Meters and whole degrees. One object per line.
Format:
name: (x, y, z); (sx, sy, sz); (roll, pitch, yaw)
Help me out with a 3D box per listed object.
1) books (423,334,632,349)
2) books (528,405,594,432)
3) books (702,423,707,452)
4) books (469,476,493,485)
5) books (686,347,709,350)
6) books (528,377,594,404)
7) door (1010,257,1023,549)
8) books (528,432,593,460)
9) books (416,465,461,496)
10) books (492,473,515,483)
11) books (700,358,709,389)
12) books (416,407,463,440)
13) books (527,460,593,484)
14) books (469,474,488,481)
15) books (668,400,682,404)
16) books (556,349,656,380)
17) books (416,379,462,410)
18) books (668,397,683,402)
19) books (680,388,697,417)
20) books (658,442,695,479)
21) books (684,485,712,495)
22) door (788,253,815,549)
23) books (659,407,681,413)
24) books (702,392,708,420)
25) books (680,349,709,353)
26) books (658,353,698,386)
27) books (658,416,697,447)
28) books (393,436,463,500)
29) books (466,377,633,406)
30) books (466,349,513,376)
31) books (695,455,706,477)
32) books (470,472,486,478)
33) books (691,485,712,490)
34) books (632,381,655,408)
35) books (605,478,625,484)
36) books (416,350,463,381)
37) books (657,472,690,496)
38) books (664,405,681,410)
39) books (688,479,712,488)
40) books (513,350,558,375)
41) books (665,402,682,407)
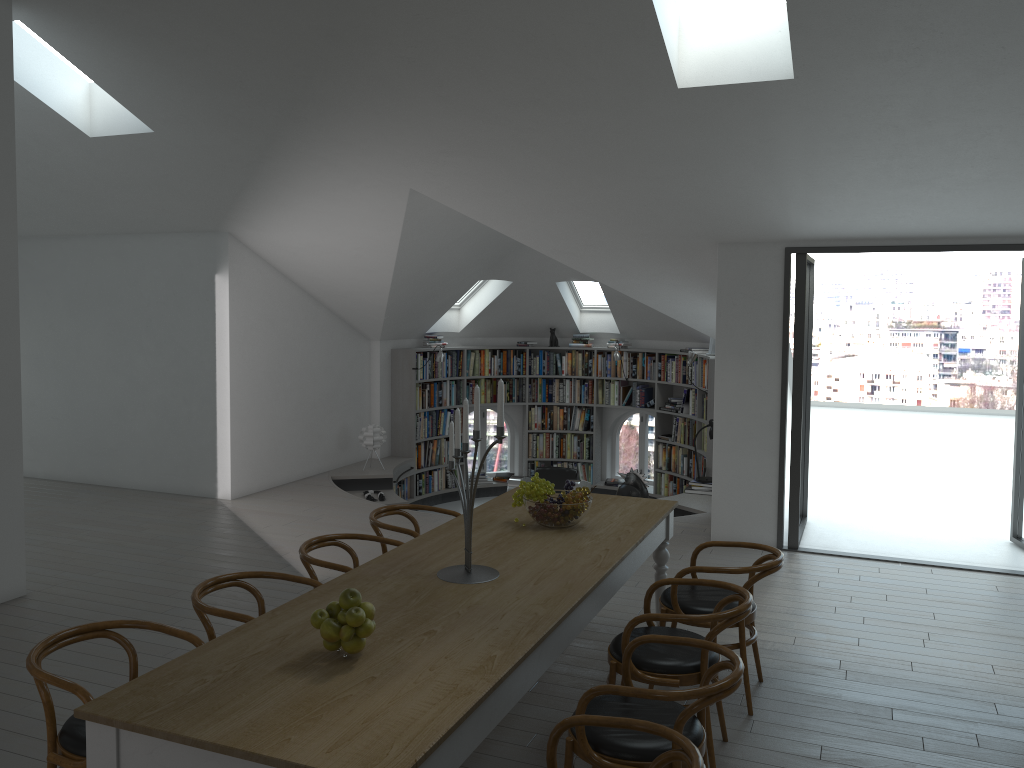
books: (0.193, -0.586, 12.046); (2.814, 0.173, 0.749); (0, 5, -7)
books: (0.702, 0.463, 12.324); (0.997, 0.351, 0.298); (1, 4, 6)
books: (2.373, 0.668, 10.237); (0.275, 0.347, 1.023); (1, 5, 7)
books: (-0.475, 1.333, 12.314); (0.365, 0.042, 0.389); (0, 5, -11)
books: (2.318, -0.436, 11.067); (0.233, 0.027, 0.248); (0, 5, -5)
books: (0.712, 0.082, 12.343); (1.028, 0.358, 0.301); (1, 4, 8)
door: (4.132, 0.183, 6.787); (0.080, 2.342, 1.053); (1, 4, 7)
books: (0.713, 0.849, 12.347); (1.032, 0.357, 0.293); (1, 4, 7)
books: (-1.040, 1.247, 11.723); (0.283, 0.319, 0.919); (4, 6, 40)
books: (-0.099, 1.307, 12.347); (0.318, 0.099, 0.292); (3, 5, 24)
books: (2.376, -0.100, 10.210); (0.292, 0.361, 1.016); (1, 5, 4)
books: (-1.044, 0.511, 11.610); (0.261, 0.358, 1.021); (4, 6, 39)
books: (0.692, 1.211, 12.367); (1.019, 0.306, 0.288); (1, 4, 7)
books: (-0.475, 1.299, 12.312); (0.269, 0.031, 0.286); (0, 5, -1)
books: (2.162, 0.233, 11.412); (0.213, 0.036, 0.227); (-1, 5, -18)
books: (1.335, -0.276, 12.044); (1.566, 0.366, 0.394); (3, 5, 28)
books: (-1.058, 0.131, 11.634); (0.303, 0.347, 1.089); (4, 6, 38)
books: (2.162, 0.201, 11.410); (0.269, 0.031, 0.286); (1, 5, 2)
books: (2.328, 0.217, 10.972); (0.256, 0.350, 0.554); (-1, 5, -21)
books: (2.186, 0.955, 11.265); (0.272, 0.350, 0.873); (-1, 5, -26)
books: (2.032, 1.104, 9.316); (0.365, 0.042, 0.388); (3, 6, 22)
door: (2.453, 0.104, 7.495); (0.080, 2.342, 1.053); (2, 4, 22)
books: (2.161, 0.328, 11.418); (0.365, 0.042, 0.388); (-2, 6, -28)
books: (2.370, 0.284, 10.221); (0.279, 0.357, 1.054); (1, 5, 8)
books: (2.318, -0.408, 11.069); (0.316, 0.036, 0.336); (-1, 5, -15)
books: (2.207, -0.191, 11.182); (0.306, 0.367, 0.971); (-1, 5, -24)
books: (2.216, 0.581, 11.161); (0.252, 0.351, 0.975); (-1, 5, -25)
books: (-1.204, 1.079, 11.430); (0.391, 0.694, 1.643); (3, 5, 32)
books: (0.488, 0.100, 12.183); (2.528, 0.370, 0.592); (1, 5, 3)
books: (-0.358, -0.302, 12.152); (0.793, 0.372, 0.269); (-2, 5, -24)
books: (2.361, 1.042, 10.330); (0.304, 0.358, 1.186); (1, 5, 3)
books: (-0.474, 1.268, 12.310); (0.213, 0.036, 0.227); (0, 5, -1)
books: (2.032, 1.068, 9.314); (0.286, 0.034, 0.305); (2, 5, 12)
books: (1.819, 0.147, 11.752); (0.399, 0.340, 0.224); (5, 6, 42)
books: (1.424, 1.339, 12.170); (0.268, 0.029, 0.253); (2, 5, 12)
books: (-1.055, -0.254, 11.588); (0.301, 0.360, 1.034); (4, 6, 38)
books: (2.248, 1.344, 11.009); (0.359, 0.310, 1.500); (-1, 5, -16)
books: (2.161, 0.295, 11.416); (0.269, 0.031, 0.286); (-3, 6, -33)
books: (2.032, 1.035, 9.312); (0.269, 0.031, 0.286); (4, 6, 32)
books: (0.300, -0.300, 12.330); (0.682, 0.345, 0.265); (0, 4, -1)
books: (2.161, 0.264, 11.414); (0.269, 0.031, 0.286); (-1, 5, -18)
